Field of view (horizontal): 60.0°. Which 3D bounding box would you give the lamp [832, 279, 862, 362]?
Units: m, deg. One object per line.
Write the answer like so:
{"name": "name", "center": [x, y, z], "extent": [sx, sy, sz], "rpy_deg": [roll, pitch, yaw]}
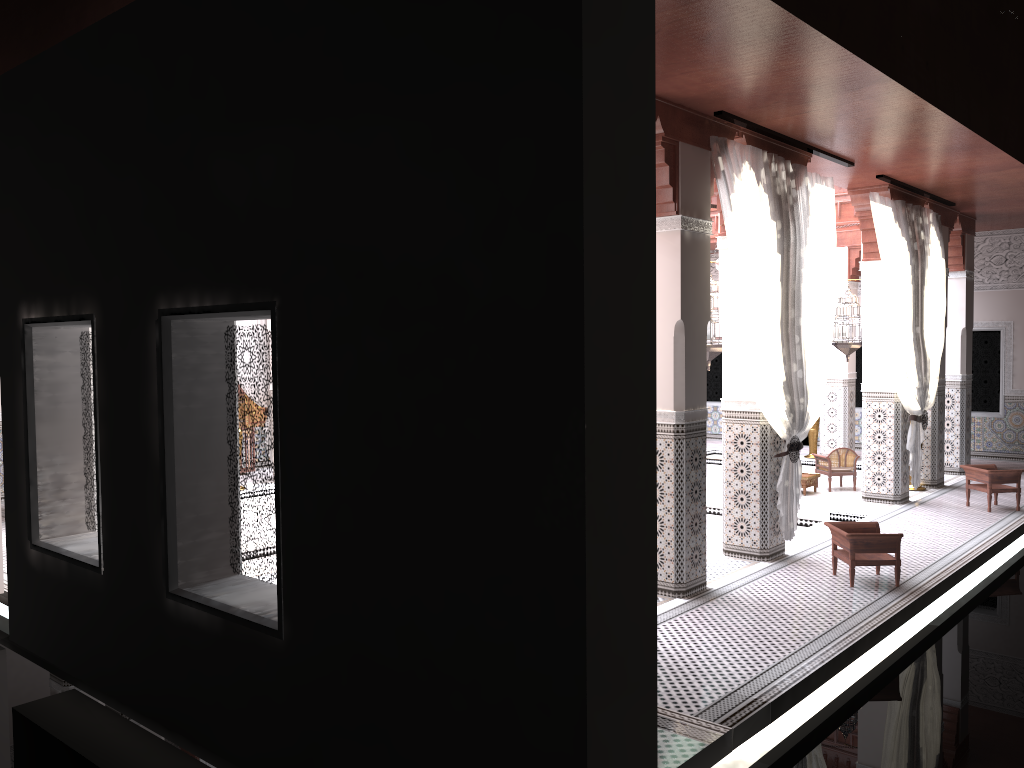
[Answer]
{"name": "lamp", "center": [2.169, -0.417, 5.717], "extent": [0.221, 0.552, 0.216], "rpy_deg": [2, 3, 41]}

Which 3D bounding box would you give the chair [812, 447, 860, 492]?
{"name": "chair", "center": [2.325, 0.601, 6.370], "extent": [0.263, 0.313, 0.208], "rpy_deg": [-1, 3, -8]}

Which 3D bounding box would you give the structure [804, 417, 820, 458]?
{"name": "structure", "center": [2.606, 0.364, 7.672], "extent": [0.156, 0.539, 0.156], "rpy_deg": [-1, 3, 2]}

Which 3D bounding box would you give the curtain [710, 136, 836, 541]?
{"name": "curtain", "center": [1.274, -0.153, 4.074], "extent": [0.129, 1.764, 1.303], "rpy_deg": [2, 3, 41]}

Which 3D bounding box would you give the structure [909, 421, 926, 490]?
{"name": "structure", "center": [2.718, 0.439, 5.994], "extent": [0.156, 0.539, 0.156], "rpy_deg": [-2, 3, -32]}

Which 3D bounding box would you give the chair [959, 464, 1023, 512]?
{"name": "chair", "center": [2.861, 0.621, 5.297], "extent": [0.234, 0.252, 0.259], "rpy_deg": [-1, 3, -9]}

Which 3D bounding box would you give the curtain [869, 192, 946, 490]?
{"name": "curtain", "center": [2.486, -0.226, 5.455], "extent": [0.137, 1.761, 1.304], "rpy_deg": [2, 3, 41]}

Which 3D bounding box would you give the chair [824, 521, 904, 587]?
{"name": "chair", "center": [1.477, 0.729, 3.739], "extent": [0.234, 0.252, 0.259], "rpy_deg": [-1, 3, -1]}

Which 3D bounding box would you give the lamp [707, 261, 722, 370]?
{"name": "lamp", "center": [0.964, -0.342, 4.340], "extent": [0.221, 0.552, 0.216], "rpy_deg": [2, 3, 41]}

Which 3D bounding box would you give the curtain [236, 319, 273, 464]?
{"name": "curtain", "center": [-1.797, -0.239, 6.746], "extent": [0.048, 1.761, 1.304], "rpy_deg": [2, 3, 41]}

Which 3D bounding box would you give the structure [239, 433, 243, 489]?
{"name": "structure", "center": [-1.967, 0.475, 6.280], "extent": [0.156, 0.539, 0.156], "rpy_deg": [0, 3, 13]}

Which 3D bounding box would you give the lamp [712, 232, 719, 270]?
{"name": "lamp", "center": [1.137, -0.785, 4.803], "extent": [0.091, 0.371, 0.090], "rpy_deg": [-1, 3, -14]}

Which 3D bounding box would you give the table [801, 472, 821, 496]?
{"name": "table", "center": [1.979, 0.695, 6.280], "extent": [0.330, 0.142, 0.229], "rpy_deg": [2, 3, 41]}
